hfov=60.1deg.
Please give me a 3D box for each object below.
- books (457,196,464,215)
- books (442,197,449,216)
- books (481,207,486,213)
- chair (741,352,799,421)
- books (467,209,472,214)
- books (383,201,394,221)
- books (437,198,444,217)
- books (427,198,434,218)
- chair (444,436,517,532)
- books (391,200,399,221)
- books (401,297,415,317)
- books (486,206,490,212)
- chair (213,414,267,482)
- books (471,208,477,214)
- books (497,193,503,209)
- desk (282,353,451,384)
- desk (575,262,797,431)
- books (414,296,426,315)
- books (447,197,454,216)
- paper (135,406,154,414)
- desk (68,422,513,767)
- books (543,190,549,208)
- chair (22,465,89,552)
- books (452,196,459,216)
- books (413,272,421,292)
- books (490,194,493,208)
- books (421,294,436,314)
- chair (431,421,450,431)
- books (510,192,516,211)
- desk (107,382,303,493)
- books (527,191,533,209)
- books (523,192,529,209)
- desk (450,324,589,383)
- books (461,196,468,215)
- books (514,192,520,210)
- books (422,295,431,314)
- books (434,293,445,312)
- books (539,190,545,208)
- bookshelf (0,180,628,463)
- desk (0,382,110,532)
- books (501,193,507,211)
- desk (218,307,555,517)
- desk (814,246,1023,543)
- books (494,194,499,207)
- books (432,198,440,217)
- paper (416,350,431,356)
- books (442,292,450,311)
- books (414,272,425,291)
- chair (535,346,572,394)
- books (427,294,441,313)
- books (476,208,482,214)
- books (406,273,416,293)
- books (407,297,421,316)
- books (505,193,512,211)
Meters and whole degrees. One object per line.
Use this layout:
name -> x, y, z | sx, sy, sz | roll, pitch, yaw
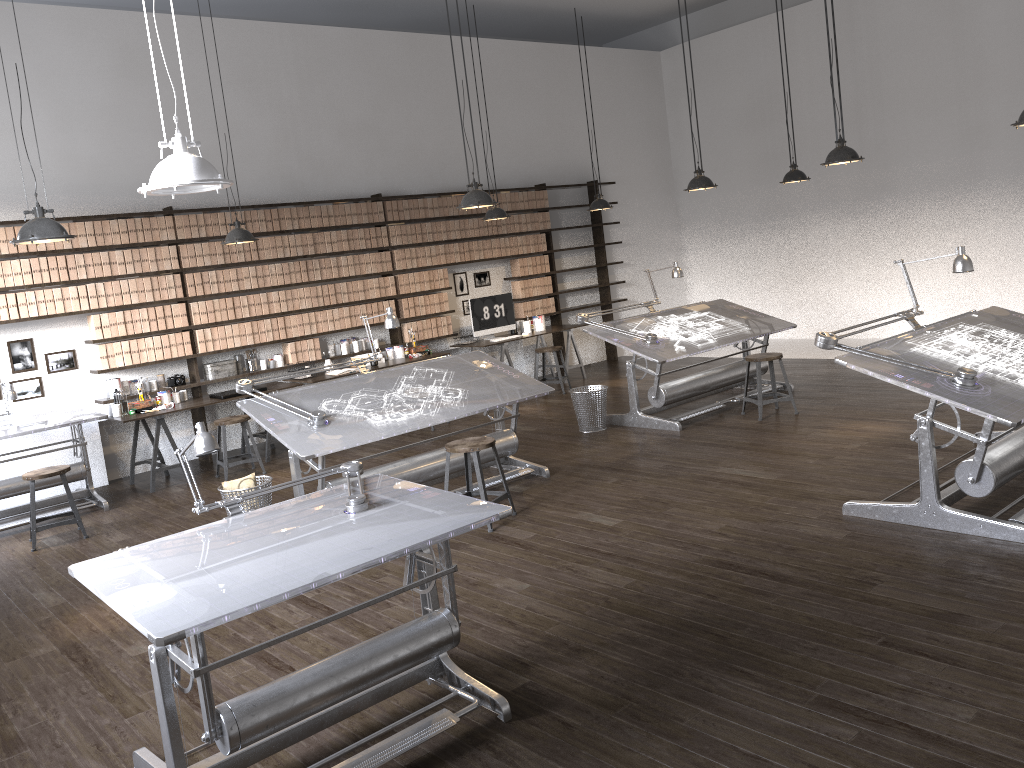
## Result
books -> -0.665, -2.112, 10.533 | 0.067, 0.224, 0.174 | -12, 8, -39
books -> -0.832, -2.071, 10.402 | 0.067, 0.224, 0.174 | -12, 8, -39
books -> -0.403, -2.178, 10.757 | 0.067, 0.224, 0.174 | -12, 8, -39
chair -> 2.202, 0.013, 7.659 | 0.372, 0.525, 0.360 | -8, 7, -11
books -> -0.572, -2.136, 10.620 | 0.067, 0.224, 0.174 | -12, 8, -39
books -> -1.414, -1.925, 9.910 | 0.067, 0.224, 0.174 | -12, 8, -39
books -> -0.883, -2.058, 10.356 | 0.067, 0.224, 0.174 | -12, 8, -39
books -> -0.989, -2.031, 10.263 | 0.067, 0.224, 0.174 | -12, 8, -39
chair -> -0.233, 0.626, 5.595 | 0.371, 0.525, 0.361 | -3, 7, 29
books -> -1.354, -1.939, 9.953 | 0.067, 0.224, 0.174 | -12, 8, -39
books -> -1.187, -0.868, 10.087 | 0.067, 0.224, 0.174 | -12, 8, -39
books -> -0.352, -2.191, 10.805 | 0.067, 0.224, 0.174 | -12, 8, -39
chair -> -2.434, 0.562, 7.824 | 0.373, 0.525, 0.359 | -11, 8, -31
books -> -0.513, -2.150, 10.663 | 0.067, 0.224, 0.174 | -12, 8, -39
books -> -0.196, -2.230, 10.935 | 0.067, 0.224, 0.174 | -12, 8, -39
desk -> -1.465, 0.138, 9.353 | 1.678, 0.666, 0.656 | -14, 10, -39
desk -> 1.643, -0.463, 8.348 | 2.080, 1.379, 1.077 | -13, 9, -39
books -> -1.077, -0.896, 10.181 | 0.067, 0.224, 0.174 | -12, 8, -39
books -> -0.776, -2.084, 10.443 | 0.067, 0.224, 0.174 | -12, 8, -39
paper -> -3.219, 0.228, 7.817 | 0.137, 0.038, 0.156 | -1, 10, 35
desk -> -0.823, 0.714, 3.228 | 1.276, 1.183, 1.172 | -13, 9, -39
books -> 0.384, -2.375, 11.422 | 0.067, 0.224, 0.174 | -12, 8, -39
chair -> -3.333, 0.884, 6.423 | 0.373, 0.525, 0.359 | -11, 8, -31
books -> -0.720, -2.098, 10.487 | 0.067, 0.224, 0.174 | -12, 8, -39
books -> -1.130, -1.161, 10.140 | 0.067, 0.224, 0.174 | -12, 8, -39
books -> -0.298, -2.205, 10.850 | 0.067, 0.224, 0.174 | -12, 8, -39
books -> -0.973, -0.923, 10.275 | 0.067, 0.224, 0.174 | -12, 8, -39
chair -> -0.900, 0.190, 9.028 | 0.358, 0.525, 0.374 | -4, 7, 24
books -> -0.041, -2.269, 11.066 | 0.067, 0.224, 0.174 | -12, 8, -39
desk -> -2.797, 0.472, 8.229 | 1.678, 0.666, 0.656 | -14, 10, -39
books -> 0.177, -2.323, 11.243 | 0.067, 0.224, 0.174 | -12, 8, -39
books -> 0.122, -2.309, 11.197 | 0.067, 0.224, 0.174 | -12, 8, -39
desk -> 0.151, -0.268, 10.717 | 1.678, 0.666, 0.656 | -14, 10, -39
books -> -0.620, -2.124, 10.576 | 0.067, 0.224, 0.174 | -12, 8, -39
books -> 0.010, -2.282, 11.112 | 0.067, 0.224, 0.174 | -12, 8, -39
books -> -1.026, -0.909, 10.229 | 0.067, 0.224, 0.174 | -12, 8, -39
books -> -0.871, -0.948, 10.359 | 0.067, 0.224, 0.174 | -12, 8, -39
books -> 0.329, -2.362, 11.381 | 0.067, 0.224, 0.174 | -12, 8, -39
bookshelf -> -1.970, -0.387, 9.539 | 9.228, 3.190, 0.373 | -14, 9, -39
desk -> -4.038, 0.568, 7.143 | 1.276, 1.092, 1.071 | -13, 9, -39
books -> -0.148, -2.242, 10.974 | 0.067, 0.224, 0.174 | -12, 8, -39
desk -> -0.888, 0.172, 6.212 | 2.292, 1.379, 1.077 | -13, 9, -39
desk -> 2.706, -0.101, 5.075 | 2.080, 1.379, 1.077 | -13, 9, -39
books -> -0.244, -2.217, 10.889 | 0.067, 0.224, 0.174 | -12, 8, -39
books -> -0.934, -2.044, 10.308 | 0.067, 0.224, 0.174 | -12, 8, -39
paper -> -0.958, -0.340, 9.725 | 0.155, 0.038, 0.138 | -11, 9, -25
books -> -0.822, -0.960, 10.398 | 0.067, 0.224, 0.174 | -12, 8, -39
books -> -1.084, -1.173, 10.181 | 0.067, 0.224, 0.174 | -12, 8, -39
chair -> 0.451, -0.154, 10.202 | 0.371, 0.525, 0.361 | -5, 7, 19
books -> -0.918, -0.935, 10.313 | 0.067, 0.224, 0.174 | -12, 8, -39
books -> -0.460, -2.164, 10.715 | 0.067, 0.224, 0.174 | -12, 8, -39
books -> -1.184, -1.147, 10.092 | 0.067, 0.224, 0.174 | -12, 8, -39
books -> -1.134, -0.882, 10.140 | 0.067, 0.224, 0.174 | -12, 8, -39
books -> -0.092, -2.256, 11.018 | 0.067, 0.224, 0.174 | -12, 8, -39
